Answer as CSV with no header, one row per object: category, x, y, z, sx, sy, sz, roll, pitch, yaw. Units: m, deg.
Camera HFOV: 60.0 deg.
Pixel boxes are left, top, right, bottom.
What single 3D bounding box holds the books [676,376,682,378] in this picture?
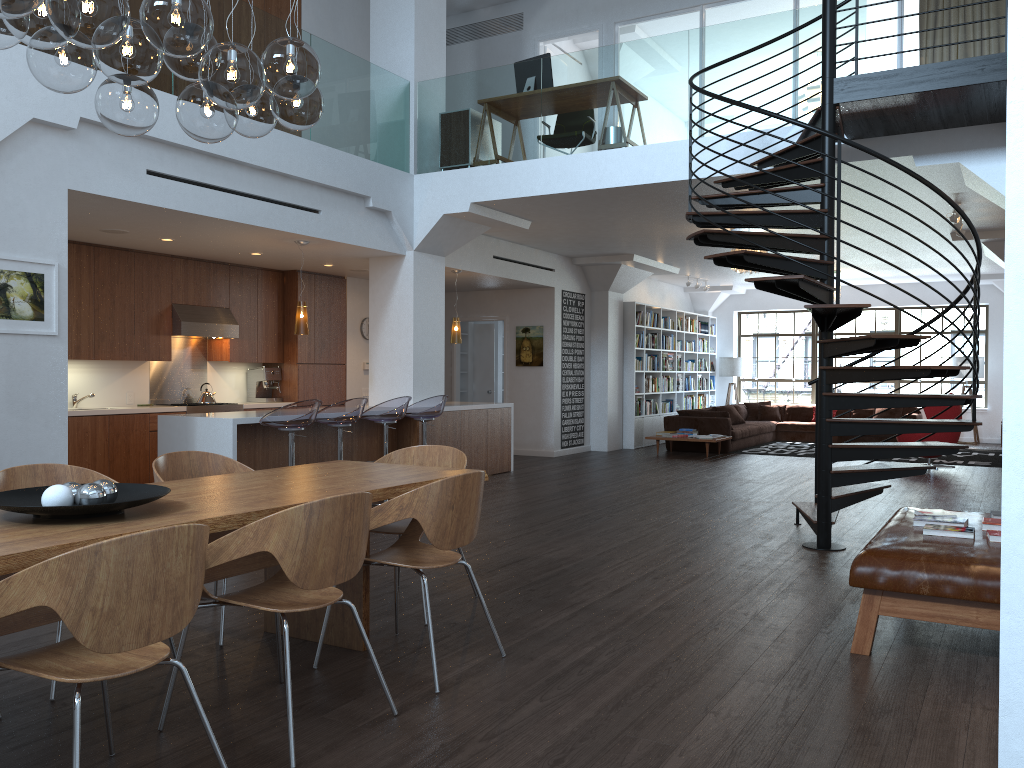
books,3.061,-0.132,16.580,0.208,0.024,0.144,1,1,35

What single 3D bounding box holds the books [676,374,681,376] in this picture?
books,3.054,-0.164,16.575,0.185,0.041,0.129,1,1,44

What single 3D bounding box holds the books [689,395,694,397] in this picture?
books,3.448,0.360,17.261,0.176,0.290,0.036,1,1,29

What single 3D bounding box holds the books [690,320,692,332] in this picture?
books,3.388,-1.117,17.121,0.171,0.246,0.057,1,1,30

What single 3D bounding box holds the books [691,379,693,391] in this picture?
books,3.414,0.006,17.183,0.174,0.242,0.105,1,1,30

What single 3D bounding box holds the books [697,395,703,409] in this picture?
books,3.713,0.357,17.755,0.198,0.284,0.066,1,1,30

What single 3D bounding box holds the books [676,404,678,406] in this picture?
books,2.989,0.389,16.587,0.204,0.025,0.144,1,1,30

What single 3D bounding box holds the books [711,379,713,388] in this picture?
books,4.063,0.012,18.321,0.161,0.213,0.146,1,1,30

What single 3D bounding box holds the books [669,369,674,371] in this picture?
books,2.832,-0.255,16.186,0.171,0.039,0.246,1,1,30

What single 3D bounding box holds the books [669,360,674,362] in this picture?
books,2.830,-0.421,16.190,0.183,0.042,0.253,1,1,30

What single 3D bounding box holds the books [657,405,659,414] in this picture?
books,2.482,0.419,15.556,0.161,0.207,0.135,1,1,29

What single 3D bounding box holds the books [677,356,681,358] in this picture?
books,3.008,-0.503,16.487,0.223,0.031,0.161,1,1,30

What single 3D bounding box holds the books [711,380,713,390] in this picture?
books,4.043,0.011,18.275,0.161,0.213,0.118,1,1,30

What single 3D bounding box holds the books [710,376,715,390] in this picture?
books,4.115,-0.029,18.408,0.176,0.290,0.053,1,1,30

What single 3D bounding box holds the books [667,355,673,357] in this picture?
books,2.841,-0.512,16.207,0.144,0.024,0.208,1,1,35

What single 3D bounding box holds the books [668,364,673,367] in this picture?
books,2.806,-0.334,16.193,0.180,0.042,0.259,1,1,30

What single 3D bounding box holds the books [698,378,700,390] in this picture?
books,3.618,-0.003,17.540,0.174,0.251,0.051,1,1,30

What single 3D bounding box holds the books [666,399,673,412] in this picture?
books,2.893,0.399,16.287,0.140,0.231,0.042,1,1,30

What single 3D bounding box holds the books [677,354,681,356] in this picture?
books,3.012,-0.533,16.494,0.224,0.030,0.161,1,1,40

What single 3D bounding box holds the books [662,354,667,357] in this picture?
books,2.649,-0.508,15.843,0.174,0.045,0.240,1,1,29

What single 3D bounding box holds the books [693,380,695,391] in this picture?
books,3.480,0.016,17.292,0.161,0.222,0.084,1,1,30

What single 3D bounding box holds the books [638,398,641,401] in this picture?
books,2.036,0.254,14.785,0.174,0.045,0.240,1,1,19

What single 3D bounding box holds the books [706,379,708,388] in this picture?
books,3.869,0.006,17.993,0.168,0.228,0.139,1,1,30

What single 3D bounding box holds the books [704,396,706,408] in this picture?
books,3.846,0.374,17.965,0.171,0.246,0.057,1,1,30

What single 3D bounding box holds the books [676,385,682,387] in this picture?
books,3.044,0.039,16.616,0.259,0.040,0.180,1,1,30

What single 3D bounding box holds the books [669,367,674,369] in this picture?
books,2.829,-0.294,16.185,0.160,0.039,0.251,1,1,35

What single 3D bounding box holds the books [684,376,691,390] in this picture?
books,3.331,-0.016,17.057,0.197,0.290,0.136,1,1,30

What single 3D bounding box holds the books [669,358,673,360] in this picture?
books,2.828,-0.457,16.198,0.161,0.033,0.223,1,1,30

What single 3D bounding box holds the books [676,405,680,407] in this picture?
books,2.986,0.417,16.591,0.254,0.032,0.174,1,1,35

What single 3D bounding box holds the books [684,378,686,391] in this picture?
books,3.195,0.004,16.797,0.182,0.255,0.077,1,1,30

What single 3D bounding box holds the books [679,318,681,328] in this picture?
books,3.083,-1.114,16.596,0.160,0.251,0.031,1,1,30

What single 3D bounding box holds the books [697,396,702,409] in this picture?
books,3.699,0.373,17.696,0.183,0.253,0.037,1,1,30

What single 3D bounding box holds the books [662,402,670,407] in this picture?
books,2.785,0.421,16.088,0.139,0.191,0.036,1,1,30

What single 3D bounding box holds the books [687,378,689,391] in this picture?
books,3.293,0.004,16.959,0.182,0.253,0.098,1,1,30

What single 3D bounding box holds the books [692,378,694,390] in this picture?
books,3.437,0.002,17.231,0.170,0.251,0.118,1,1,30

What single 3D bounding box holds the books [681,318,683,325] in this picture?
books,3.118,-1.114,16.652,0.160,0.251,0.039,1,1,30

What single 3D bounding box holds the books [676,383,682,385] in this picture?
books,3.049,-0.003,16.597,0.231,0.044,0.168,1,1,25

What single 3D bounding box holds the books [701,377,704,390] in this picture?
books,3.759,-0.005,17.798,0.183,0.253,0.042,1,1,30

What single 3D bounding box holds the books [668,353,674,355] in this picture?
books,2.846,-0.545,16.200,0.129,0.043,0.185,1,1,44

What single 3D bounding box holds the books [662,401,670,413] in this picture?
books,2.796,0.415,16.118,0.146,0.202,0.027,1,1,30

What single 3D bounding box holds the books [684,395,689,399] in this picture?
books,3.315,0.362,17.023,0.176,0.290,0.053,1,1,29

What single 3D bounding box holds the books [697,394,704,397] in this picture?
books,3.795,0.350,17.837,0.140,0.298,0.044,1,1,30

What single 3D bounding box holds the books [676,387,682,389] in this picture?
books,3.035,0.077,16.594,0.251,0.037,0.160,1,1,35

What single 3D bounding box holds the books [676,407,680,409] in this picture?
books,2.988,0.450,16.587,0.284,0.033,0.197,1,1,15

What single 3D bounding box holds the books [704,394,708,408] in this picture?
books,3.885,0.352,18.038,0.176,0.290,0.053,1,1,30

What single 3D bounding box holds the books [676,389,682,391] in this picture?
books,3.035,0.115,16.591,0.246,0.038,0.171,1,1,30

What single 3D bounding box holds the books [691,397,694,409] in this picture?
books,3.438,0.379,17.226,0.183,0.253,0.034,1,1,29

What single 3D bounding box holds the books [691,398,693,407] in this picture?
books,3.409,0.386,17.198,0.174,0.240,0.045,1,1,29

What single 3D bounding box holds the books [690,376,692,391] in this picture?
books,3.365,-0.017,17.109,0.176,0.293,0.125,1,1,30

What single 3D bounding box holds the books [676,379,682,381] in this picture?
books,3.051,-0.079,16.594,0.223,0.032,0.161,1,1,30

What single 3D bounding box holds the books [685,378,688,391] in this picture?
books,3.247,0.009,16.886,0.174,0.243,0.085,1,1,30

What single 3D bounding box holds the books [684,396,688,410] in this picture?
books,3.253,0.366,16.931,0.198,0.284,0.066,1,1,29

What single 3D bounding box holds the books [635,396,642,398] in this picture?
books,2.032,0.218,14.761,0.223,0.027,0.161,1,1,39

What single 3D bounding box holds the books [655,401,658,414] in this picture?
books,2.447,0.405,15.510,0.174,0.236,0.142,1,1,29

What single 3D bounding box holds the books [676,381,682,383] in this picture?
books,3.042,-0.044,16.592,0.253,0.040,0.183,1,1,30

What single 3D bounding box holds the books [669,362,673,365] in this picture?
books,2.825,-0.378,16.198,0.168,0.045,0.231,1,1,25
